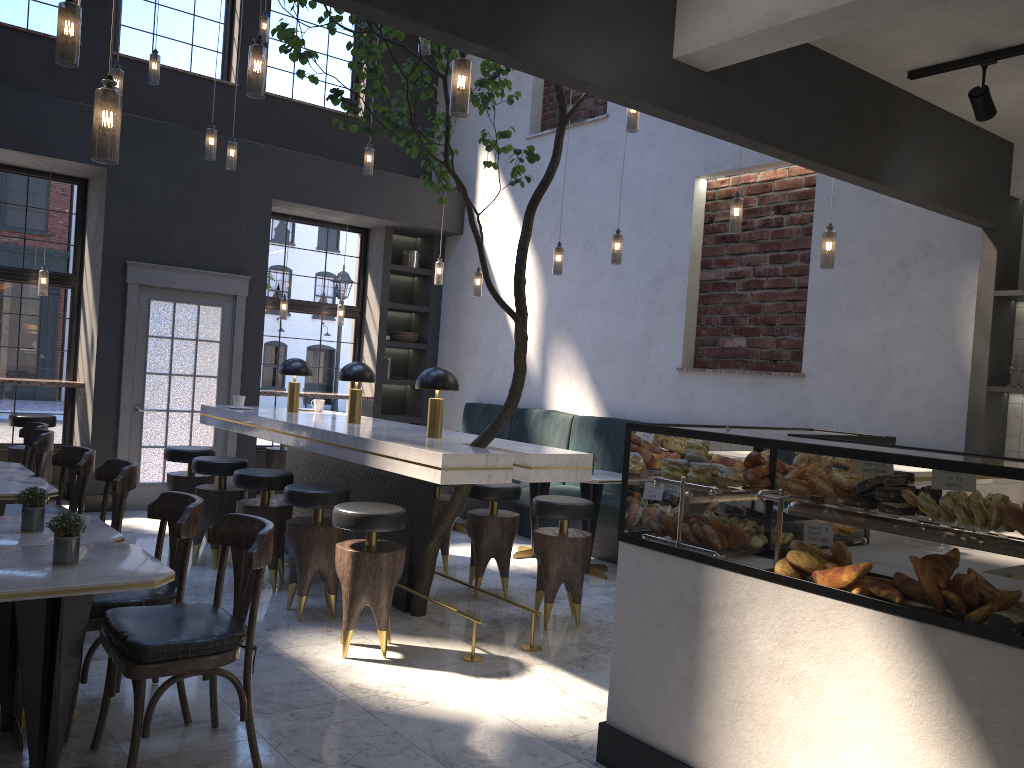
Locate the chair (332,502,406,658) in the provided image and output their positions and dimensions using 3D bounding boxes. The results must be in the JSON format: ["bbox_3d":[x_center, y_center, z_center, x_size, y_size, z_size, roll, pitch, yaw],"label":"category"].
[{"bbox_3d":[-0.742,0.987,4.489,0.372,0.737,0.370,4,1,6],"label":"chair"}]

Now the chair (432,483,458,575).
[{"bbox_3d":[-0.576,0.982,6.392,0.372,0.737,0.370,4,1,6],"label":"chair"}]

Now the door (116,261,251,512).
[{"bbox_3d":[-3.055,0.050,8.193,1.132,2.219,0.152,3,1,-38],"label":"door"}]

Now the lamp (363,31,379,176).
[{"bbox_3d":[-1.058,-3.792,7.353,0.078,4.106,0.078,5,1,37],"label":"lamp"}]

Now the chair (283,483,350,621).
[{"bbox_3d":[-1.136,0.954,5.072,0.372,0.737,0.370,4,1,-10],"label":"chair"}]

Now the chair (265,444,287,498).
[{"bbox_3d":[-2.386,0.790,9.121,0.372,0.821,0.370,4,1,15],"label":"chair"}]

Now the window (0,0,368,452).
[{"bbox_3d":[0.358,-1.701,3.901,6.407,5.365,12.704,3,1,-38],"label":"window"}]

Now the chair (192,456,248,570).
[{"bbox_3d":[-2.037,0.882,6.133,0.371,0.737,0.370,5,1,43],"label":"chair"}]

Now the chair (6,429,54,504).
[{"bbox_3d":[-3.359,0.732,5.890,0.521,0.851,0.538,3,1,-36],"label":"chair"}]

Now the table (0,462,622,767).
[{"bbox_3d":[-1.181,0.938,5.711,4.600,0.751,4.828,4,1,-38],"label":"table"}]

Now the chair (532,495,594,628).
[{"bbox_3d":[0.281,1.052,5.283,0.372,0.737,0.370,4,1,6],"label":"chair"}]

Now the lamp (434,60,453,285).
[{"bbox_3d":[-0.573,-3.013,8.572,0.078,4.106,0.078,5,1,37],"label":"lamp"}]

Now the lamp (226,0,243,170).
[{"bbox_3d":[-2.159,-3.807,7.227,0.078,4.106,0.078,5,1,37],"label":"lamp"}]

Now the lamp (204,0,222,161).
[{"bbox_3d":[-2.082,-3.704,6.500,0.078,4.106,0.078,5,1,37],"label":"lamp"}]

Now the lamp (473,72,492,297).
[{"bbox_3d":[-0.177,-2.846,8.050,0.078,4.106,0.078,5,1,37],"label":"lamp"}]

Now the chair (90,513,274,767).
[{"bbox_3d":[-1.134,0.912,3.118,0.521,0.851,0.538,3,1,-36],"label":"chair"}]

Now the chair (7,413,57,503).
[{"bbox_3d":[-4.183,0.676,7.696,0.370,0.821,0.372,4,1,15],"label":"chair"}]

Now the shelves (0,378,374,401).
[{"bbox_3d":[-3.380,0.043,8.613,4.404,0.043,0.384,4,1,-38],"label":"shelves"}]

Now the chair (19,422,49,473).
[{"bbox_3d":[-3.658,0.707,6.390,0.521,0.851,0.496,3,1,-39],"label":"chair"}]

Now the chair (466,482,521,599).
[{"bbox_3d":[-0.147,1.017,5.837,0.372,0.737,0.370,4,1,6],"label":"chair"}]

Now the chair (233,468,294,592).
[{"bbox_3d":[-1.590,0.918,5.604,0.372,0.737,0.370,4,1,6],"label":"chair"}]

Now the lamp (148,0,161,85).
[{"bbox_3d":[-2.630,-4.374,6.823,0.078,4.106,0.078,5,1,37],"label":"lamp"}]

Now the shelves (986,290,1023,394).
[{"bbox_3d":[3.981,-0.152,3.794,0.300,0.580,3.599,3,1,-38],"label":"shelves"}]

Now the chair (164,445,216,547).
[{"bbox_3d":[-2.454,0.848,6.707,0.372,0.737,0.370,4,1,6],"label":"chair"}]

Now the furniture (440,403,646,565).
[{"bbox_3d":[-1.193,0.737,5.743,6.023,1.151,5.338,4,1,-38],"label":"furniture"}]

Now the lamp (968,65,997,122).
[{"bbox_3d":[2.073,-1.279,3.901,0.157,0.235,0.087,3,1,-44],"label":"lamp"}]

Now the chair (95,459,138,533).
[{"bbox_3d":[-2.220,0.824,4.524,0.521,0.851,0.538,3,1,-36],"label":"chair"}]

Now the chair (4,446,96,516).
[{"bbox_3d":[-2.655,0.789,4.984,0.521,0.851,0.538,3,1,-44],"label":"chair"}]

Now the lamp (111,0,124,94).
[{"bbox_3d":[-2.439,-3.871,5.734,0.078,4.106,0.078,5,1,37],"label":"lamp"}]

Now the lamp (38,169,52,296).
[{"bbox_3d":[-4.142,-1.502,7.906,0.078,1.429,0.078,4,1,15],"label":"lamp"}]

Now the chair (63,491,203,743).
[{"bbox_3d":[-1.534,0.880,3.537,0.521,0.851,0.538,3,1,-36],"label":"chair"}]
